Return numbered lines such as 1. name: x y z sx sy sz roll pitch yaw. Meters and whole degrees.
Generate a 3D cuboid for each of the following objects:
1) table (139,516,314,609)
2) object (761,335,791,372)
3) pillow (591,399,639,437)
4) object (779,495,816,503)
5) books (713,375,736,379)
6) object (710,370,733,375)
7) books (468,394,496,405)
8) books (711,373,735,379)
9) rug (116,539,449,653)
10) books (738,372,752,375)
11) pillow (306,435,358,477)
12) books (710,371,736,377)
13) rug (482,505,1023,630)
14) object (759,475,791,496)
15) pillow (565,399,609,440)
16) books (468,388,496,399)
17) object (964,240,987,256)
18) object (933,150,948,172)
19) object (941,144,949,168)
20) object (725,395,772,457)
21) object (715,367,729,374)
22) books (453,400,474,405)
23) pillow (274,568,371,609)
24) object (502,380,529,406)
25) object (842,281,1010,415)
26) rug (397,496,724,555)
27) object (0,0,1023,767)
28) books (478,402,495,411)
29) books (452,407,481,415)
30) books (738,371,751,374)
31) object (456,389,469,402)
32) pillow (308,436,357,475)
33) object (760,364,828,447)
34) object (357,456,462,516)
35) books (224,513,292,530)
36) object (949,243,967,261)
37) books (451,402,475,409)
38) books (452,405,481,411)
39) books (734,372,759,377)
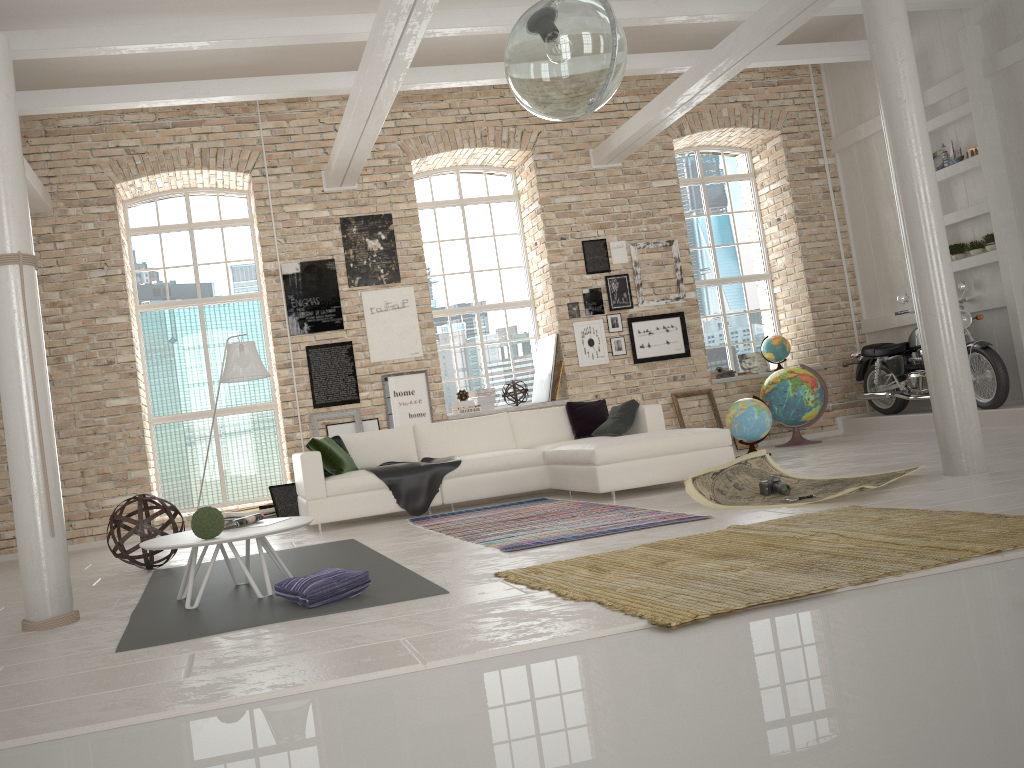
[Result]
1. table: -1.477 0.943 4.703 0.915 0.343 0.906 -8 -2 0
2. object: 3.236 -0.378 10.895 0.324 0.465 0.335 -8 -3 -9
3. pillow: 0.951 0.317 8.207 0.325 0.305 0.436 -7 -3 -25
4. object: 1.730 0.687 5.352 0.220 0.019 0.100 -7 -2 -16
5. books: 2.514 -0.068 10.694 0.249 0.025 0.207 -7 -2 -13
6. object: 2.512 -0.142 10.694 0.208 0.021 0.163 -7 -2 -14
7. books: -0.350 0.189 10.344 0.229 0.088 0.329 -7 -2 -21
8. books: 2.510 -0.093 10.699 0.247 0.030 0.209 -7 -2 -15
9. rug: -1.398 1.119 5.099 1.392 0.042 2.802 -7 -2 -18
10. books: 2.759 -0.123 10.549 0.099 0.014 0.142 -6 -3 -33
11. pillow: -1.630 0.656 8.091 0.333 0.365 0.386 -10 -3 31
12. books: 2.515 -0.119 10.704 0.248 0.026 0.211 -7 -2 -18
13. rug: 1.163 0.716 3.866 2.115 0.021 1.596 -7 -2 -19
14. object: 1.705 0.656 5.761 0.145 0.124 0.174 -7 -3 -15
15. pillow: 0.754 0.340 8.602 0.416 0.390 0.248 -7 -3 -12
16. books: -0.369 0.106 10.341 0.286 0.085 0.243 -6 -3 -34
17. object: 4.710 -1.382 9.050 0.221 0.158 0.233 -7 -3 -23
18. object: 4.500 -2.351 9.427 0.067 0.229 0.245 -7 -3 -26
19. object: 4.515 -2.377 9.293 0.071 0.268 0.063 -10 -4 30
20. object: 2.417 0.440 9.062 0.472 0.632 0.422 -10 -3 26
21. object: 2.538 -0.163 10.719 0.100 0.090 0.451 -9 -3 26
22. books: -0.551 0.207 10.004 0.175 0.030 0.184 -7 -2 -26
23. pillow: -0.888 0.960 4.178 0.331 0.164 0.377 -6 -3 -39
24. object: 0.036 0.102 10.117 0.292 0.308 0.320 -7 -3 -23
25. object: 4.351 -0.343 9.503 0.782 1.330 2.253 -7 -3 -22
26. rug: 0.138 0.956 6.267 1.363 0.008 2.766 -7 -2 -18
27. object: 0.857 -1.591 5.128 9.853 4.804 12.190 -7 -2 -15
28. books: -0.339 0.271 10.338 0.234 0.088 0.323 -7 -2 -11
29. books: -0.511 0.304 9.990 0.267 0.048 0.226 -7 -2 -17
30. books: 2.750 -0.135 10.556 0.125 0.013 0.108 -6 -3 -39
31. object: -0.556 0.130 10.062 0.147 0.137 0.138 -9 -3 13
32. pillow: -1.575 0.622 7.811 0.313 0.344 0.404 -9 -3 10
33. object: 3.140 0.249 9.947 0.613 0.925 0.697 -6 -4 -39
34. object: -0.907 0.909 7.888 0.867 0.464 0.800 -7 -3 -16
35. books: -1.437 0.747 4.864 0.387 0.048 0.293 -8 -2 16
36. object: 4.617 -1.372 9.273 0.236 0.180 0.245 -5 -4 -44
37. books: -0.552 0.242 10.001 0.192 0.041 0.204 -7 -2 -28
38. books: -0.513 0.268 9.993 0.262 0.024 0.226 -7 -2 -17
39. books: 2.772 -0.108 10.543 0.222 0.022 0.181 -7 -2 -14
